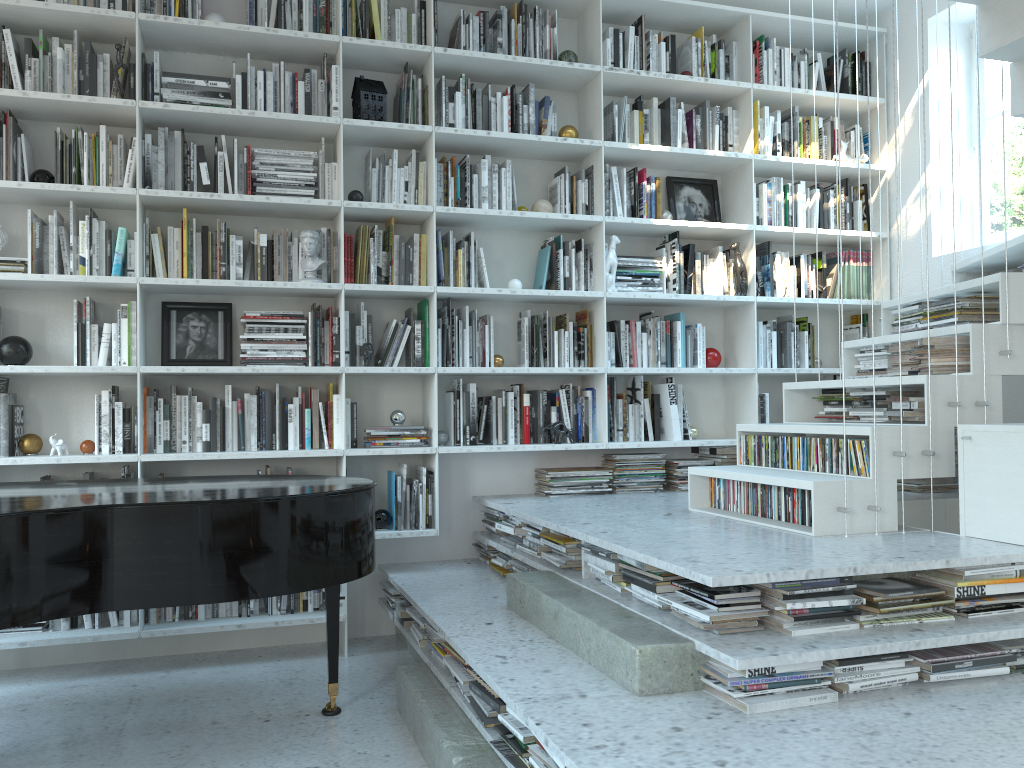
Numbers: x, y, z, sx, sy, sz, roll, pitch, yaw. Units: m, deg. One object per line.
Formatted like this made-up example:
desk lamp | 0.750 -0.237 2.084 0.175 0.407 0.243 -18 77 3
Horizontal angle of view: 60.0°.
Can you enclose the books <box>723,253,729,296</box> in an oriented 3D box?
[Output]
books | 1.087 -0.562 4.710 0.041 0.239 0.176 0 -1 -18

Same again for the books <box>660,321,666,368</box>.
books | 0.748 -0.197 4.610 0.026 0.246 0.165 0 -1 -18

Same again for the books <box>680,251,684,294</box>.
books | 0.843 -0.560 4.634 0.030 0.236 0.179 0 -1 -18

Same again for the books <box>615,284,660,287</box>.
books | 0.611 -0.495 4.569 0.254 0.012 0.161 0 -2 -14

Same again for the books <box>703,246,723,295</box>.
books | 1.058 -0.578 4.698 0.021 0.271 0.191 0 -1 -18

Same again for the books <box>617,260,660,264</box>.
books | 0.611 -0.616 4.577 0.254 0.012 0.161 0 -2 -16

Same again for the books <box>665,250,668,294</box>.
books | 0.770 -0.564 4.639 0.023 0.247 0.138 0 -1 -18

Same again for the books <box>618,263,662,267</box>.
books | 0.611 -0.604 4.576 0.285 0.012 0.159 0 -2 -16

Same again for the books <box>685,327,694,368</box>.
books | 0.911 -0.184 4.665 0.037 0.218 0.139 0 -1 -18

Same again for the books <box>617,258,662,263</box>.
books | 0.611 -0.628 4.577 0.285 0.012 0.159 0 -2 -20

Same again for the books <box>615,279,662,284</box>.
books | 0.610 -0.519 4.574 0.285 0.012 0.159 0 -2 -20

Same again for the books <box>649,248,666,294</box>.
books | 0.759 -0.568 4.617 0.012 0.254 0.161 0 -1 -18

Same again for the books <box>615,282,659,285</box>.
books | 0.609 -0.507 4.574 0.254 0.012 0.161 0 -2 -16

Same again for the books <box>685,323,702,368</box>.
books | 0.943 -0.192 4.666 0.025 0.235 0.181 0 -1 -18

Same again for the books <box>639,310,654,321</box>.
books | 0.698 -0.223 4.588 0.013 0.299 0.147 0 -1 -18

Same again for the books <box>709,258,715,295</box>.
books | 1.029 -0.548 4.714 0.025 0.213 0.155 0 -1 -18

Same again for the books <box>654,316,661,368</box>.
books | 0.731 -0.210 4.601 0.011 0.272 0.152 0 -1 -18

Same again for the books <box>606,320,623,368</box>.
books | 0.508 -0.195 4.522 0.047 0.244 0.177 0 -1 -18

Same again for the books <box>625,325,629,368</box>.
books | 0.559 -0.185 4.536 0.011 0.223 0.163 0 -1 -18

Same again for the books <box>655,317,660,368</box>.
books | 0.715 -0.206 4.575 0.012 0.262 0.186 0 -1 -18

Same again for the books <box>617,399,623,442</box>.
books | 0.524 0.186 4.533 0.023 0.214 0.163 0 -1 -18

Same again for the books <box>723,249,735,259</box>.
books | 1.181 -0.584 4.772 0.029 0.283 0.138 0 -1 -18

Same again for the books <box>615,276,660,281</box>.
books | 0.612 -0.532 4.568 0.254 0.012 0.161 0 -2 -23

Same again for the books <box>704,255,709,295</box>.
books | 1.001 -0.559 4.713 0.028 0.235 0.129 0 -1 -18

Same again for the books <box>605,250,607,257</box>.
books | 0.433 -0.552 4.494 0.027 0.221 0.184 0 -1 -18

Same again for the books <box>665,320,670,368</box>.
books | 0.773 -0.199 4.597 0.014 0.249 0.177 0 -1 -18

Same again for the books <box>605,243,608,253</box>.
books | 0.450 -0.574 4.531 0.028 0.267 0.138 0 -1 -18

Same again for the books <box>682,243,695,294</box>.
books | 0.897 -0.583 4.656 0.059 0.282 0.167 0 -1 -18

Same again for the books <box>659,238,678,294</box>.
books | 0.816 -0.592 4.619 0.011 0.300 0.184 0 -1 -18

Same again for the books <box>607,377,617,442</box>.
books | 0.503 0.130 4.539 0.013 0.327 0.130 0 -1 -18

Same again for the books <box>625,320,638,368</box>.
books | 0.586 -0.197 4.539 0.045 0.246 0.185 0 -1 -18

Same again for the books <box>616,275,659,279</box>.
books | 0.609 -0.544 4.579 0.254 0.012 0.161 0 -2 -18

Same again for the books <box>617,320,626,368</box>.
books | 0.539 -0.197 4.543 0.024 0.247 0.143 0 -1 -18

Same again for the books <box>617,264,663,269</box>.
books | 0.614 -0.592 4.569 0.285 0.012 0.159 0 -2 -23

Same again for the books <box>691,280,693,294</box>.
books | 0.922 -0.580 4.692 0.010 0.278 0.129 0 -1 -18

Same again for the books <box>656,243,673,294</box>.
books | 0.797 -0.584 4.640 0.012 0.285 0.159 0 -1 -18

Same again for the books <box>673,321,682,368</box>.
books | 0.826 -0.197 4.615 0.023 0.244 0.189 0 -1 -18

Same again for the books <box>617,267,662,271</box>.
books | 0.612 -0.580 4.576 0.285 0.012 0.159 0 -2 -16

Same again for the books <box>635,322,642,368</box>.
books | 0.615 -0.193 4.565 0.026 0.239 0.177 0 -1 -18

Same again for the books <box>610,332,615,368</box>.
books | 0.482 -0.165 4.516 0.022 0.184 0.162 0 -1 -18

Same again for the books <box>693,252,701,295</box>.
books | 0.948 -0.563 4.678 0.031 0.242 0.147 0 -1 -18

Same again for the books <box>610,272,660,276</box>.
books | 0.614 -0.556 4.569 0.254 0.012 0.161 0 -2 -13

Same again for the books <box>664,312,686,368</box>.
books | 0.848 -0.220 4.626 0.026 0.290 0.181 0 -1 -18

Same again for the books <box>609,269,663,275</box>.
books | 0.612 -0.568 4.574 0.285 0.012 0.159 0 -2 -21

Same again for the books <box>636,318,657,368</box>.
books | 0.686 -0.202 4.561 0.028 0.255 0.191 0 -1 -18

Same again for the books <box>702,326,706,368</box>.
books | 0.967 -0.186 4.675 0.027 0.223 0.170 0 -1 -18

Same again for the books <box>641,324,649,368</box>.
books | 0.660 -0.188 4.576 0.012 0.229 0.179 0 -1 -18

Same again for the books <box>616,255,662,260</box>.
books | 0.611 -0.640 4.577 0.285 0.012 0.159 0 -2 -16

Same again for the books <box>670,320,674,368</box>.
books | 0.802 -0.201 4.633 0.012 0.254 0.161 0 -1 -18

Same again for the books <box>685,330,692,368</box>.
books | 0.884 -0.175 4.640 0.030 0.200 0.189 0 -1 -18

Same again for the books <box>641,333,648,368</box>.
books | 0.644 -0.165 4.561 0.027 0.181 0.186 0 -1 -18

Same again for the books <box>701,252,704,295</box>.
books | 0.972 -0.566 4.705 0.031 0.250 0.133 0 -1 -18

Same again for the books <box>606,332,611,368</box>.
books | 0.461 -0.166 4.512 0.023 0.186 0.159 0 -1 -18

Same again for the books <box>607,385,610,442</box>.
books | 0.462 0.150 4.515 0.015 0.287 0.138 0 -1 -18

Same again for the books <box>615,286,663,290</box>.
books | 0.612 -0.483 4.566 0.285 0.012 0.159 0 -2 -13

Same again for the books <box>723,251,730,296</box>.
books | 1.113 -0.570 4.734 0.024 0.255 0.145 0 -1 -18

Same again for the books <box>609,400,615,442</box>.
books | 0.482 0.187 4.532 0.033 0.213 0.140 0 -1 -18

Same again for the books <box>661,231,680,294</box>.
books | 0.826 -0.612 4.621 0.010 0.339 0.180 0 -1 -18

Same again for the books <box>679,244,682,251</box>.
books | 0.858 -0.581 4.657 0.013 0.280 0.131 0 -1 -18
